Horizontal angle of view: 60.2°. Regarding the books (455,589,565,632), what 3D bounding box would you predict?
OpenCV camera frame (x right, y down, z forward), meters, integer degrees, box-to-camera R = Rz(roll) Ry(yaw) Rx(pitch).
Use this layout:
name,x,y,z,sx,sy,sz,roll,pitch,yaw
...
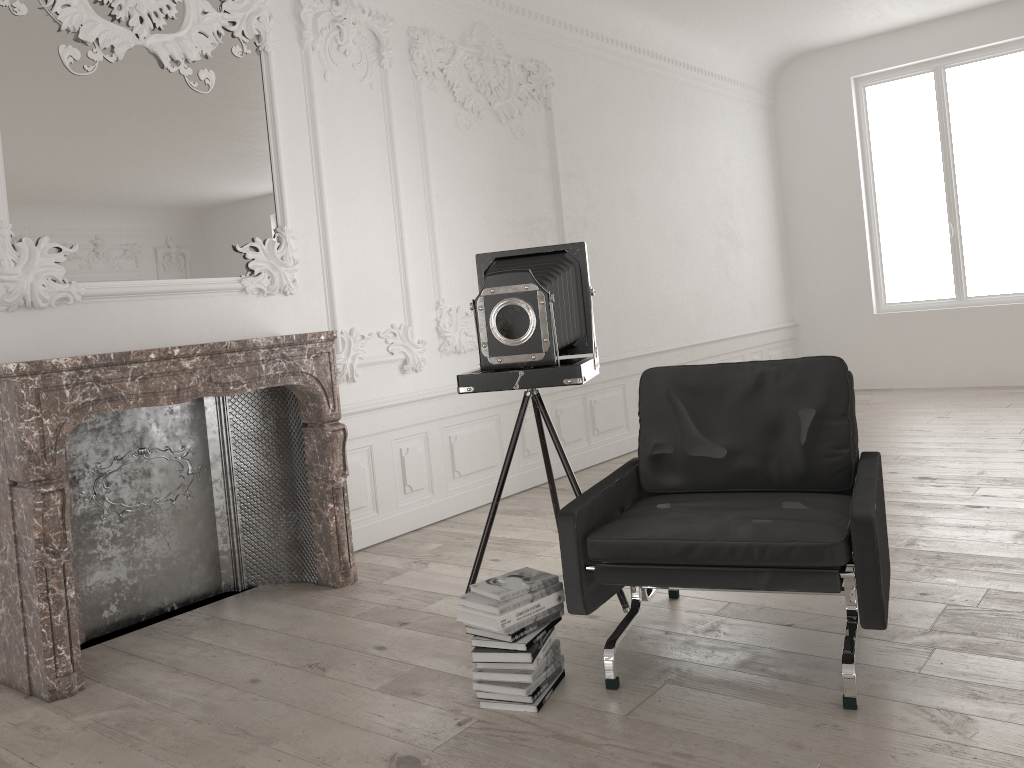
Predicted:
name,x,y,z,sx,sy,sz,roll,pitch,yaw
books,-0.004,0.723,2.898,0.198,0.041,0.312,-1,6,45

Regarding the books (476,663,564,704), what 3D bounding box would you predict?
name,x,y,z,sx,sy,sz,roll,pitch,yaw
books,0.030,0.974,2.914,0.198,0.025,0.275,-4,5,25

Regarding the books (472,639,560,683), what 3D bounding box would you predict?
name,x,y,z,sx,sy,sz,roll,pitch,yaw
books,0.018,0.905,2.911,0.205,0.026,0.291,-4,5,21

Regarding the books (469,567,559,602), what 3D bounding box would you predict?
name,x,y,z,sx,sy,sz,roll,pitch,yaw
books,0.007,0.662,2.927,0.244,0.022,0.172,-9,6,-37

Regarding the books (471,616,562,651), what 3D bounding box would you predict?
name,x,y,z,sx,sy,sz,roll,pitch,yaw
books,0.018,0.806,2.908,0.198,0.025,0.278,-3,5,27

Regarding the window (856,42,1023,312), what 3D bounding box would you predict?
name,x,y,z,sx,sy,sz,roll,pitch,yaw
window,4.613,-2.105,9.281,1.719,2.578,0.071,-4,1,39

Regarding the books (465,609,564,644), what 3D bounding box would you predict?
name,x,y,z,sx,sy,sz,roll,pitch,yaw
books,0.011,0.779,2.914,0.198,0.025,0.275,-2,6,40

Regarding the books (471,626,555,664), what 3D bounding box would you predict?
name,x,y,z,sx,sy,sz,roll,pitch,yaw
books,0.009,0.839,2.904,0.198,0.035,0.301,-4,5,16

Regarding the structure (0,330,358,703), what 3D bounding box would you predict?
name,x,y,z,sx,sy,sz,roll,pitch,yaw
structure,-1.494,0.456,3.954,0.657,1.246,1.553,-5,3,39

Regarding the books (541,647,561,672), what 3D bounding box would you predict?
name,x,y,z,sx,sy,sz,roll,pitch,yaw
books,0.035,0.922,2.930,0.171,0.022,0.244,-3,5,27

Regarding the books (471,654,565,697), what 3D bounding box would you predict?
name,x,y,z,sx,sy,sz,roll,pitch,yaw
books,0.024,0.949,2.913,0.198,0.025,0.282,-3,5,29

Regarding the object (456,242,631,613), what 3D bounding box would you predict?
name,x,y,z,sx,sy,sz,roll,pitch,yaw
object,0.119,0.163,3.817,0.710,1.521,0.657,-5,1,14

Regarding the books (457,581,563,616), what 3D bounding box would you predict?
name,x,y,z,sx,sy,sz,roll,pitch,yaw
books,-0.005,0.689,2.909,0.291,0.026,0.205,-10,6,-43

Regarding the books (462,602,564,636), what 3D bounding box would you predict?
name,x,y,z,sx,sy,sz,roll,pitch,yaw
books,0.005,0.754,2.913,0.198,0.025,0.282,-1,6,45

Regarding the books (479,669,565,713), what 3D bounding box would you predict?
name,x,y,z,sx,sy,sz,roll,pitch,yaw
books,0.038,1.000,2.909,0.198,0.025,0.278,-4,5,22

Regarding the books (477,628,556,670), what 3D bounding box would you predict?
name,x,y,z,sx,sy,sz,roll,pitch,yaw
books,0.017,0.872,2.926,0.198,0.035,0.260,-4,5,18

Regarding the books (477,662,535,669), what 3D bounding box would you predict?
name,x,y,z,sx,sy,sz,roll,pitch,yaw
books,0.017,0.872,2.926,0.193,0.030,0.254,-4,5,18

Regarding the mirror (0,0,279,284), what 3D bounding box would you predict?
name,x,y,z,sx,sy,sz,roll,pitch,yaw
mirror,-1.710,-1.201,4.168,0.009,1.570,1.442,-6,2,39

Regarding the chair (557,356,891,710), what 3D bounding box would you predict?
name,x,y,z,sx,sy,sz,roll,pitch,yaw
chair,0.798,0.429,3.159,0.971,0.962,1.092,-5,3,24
